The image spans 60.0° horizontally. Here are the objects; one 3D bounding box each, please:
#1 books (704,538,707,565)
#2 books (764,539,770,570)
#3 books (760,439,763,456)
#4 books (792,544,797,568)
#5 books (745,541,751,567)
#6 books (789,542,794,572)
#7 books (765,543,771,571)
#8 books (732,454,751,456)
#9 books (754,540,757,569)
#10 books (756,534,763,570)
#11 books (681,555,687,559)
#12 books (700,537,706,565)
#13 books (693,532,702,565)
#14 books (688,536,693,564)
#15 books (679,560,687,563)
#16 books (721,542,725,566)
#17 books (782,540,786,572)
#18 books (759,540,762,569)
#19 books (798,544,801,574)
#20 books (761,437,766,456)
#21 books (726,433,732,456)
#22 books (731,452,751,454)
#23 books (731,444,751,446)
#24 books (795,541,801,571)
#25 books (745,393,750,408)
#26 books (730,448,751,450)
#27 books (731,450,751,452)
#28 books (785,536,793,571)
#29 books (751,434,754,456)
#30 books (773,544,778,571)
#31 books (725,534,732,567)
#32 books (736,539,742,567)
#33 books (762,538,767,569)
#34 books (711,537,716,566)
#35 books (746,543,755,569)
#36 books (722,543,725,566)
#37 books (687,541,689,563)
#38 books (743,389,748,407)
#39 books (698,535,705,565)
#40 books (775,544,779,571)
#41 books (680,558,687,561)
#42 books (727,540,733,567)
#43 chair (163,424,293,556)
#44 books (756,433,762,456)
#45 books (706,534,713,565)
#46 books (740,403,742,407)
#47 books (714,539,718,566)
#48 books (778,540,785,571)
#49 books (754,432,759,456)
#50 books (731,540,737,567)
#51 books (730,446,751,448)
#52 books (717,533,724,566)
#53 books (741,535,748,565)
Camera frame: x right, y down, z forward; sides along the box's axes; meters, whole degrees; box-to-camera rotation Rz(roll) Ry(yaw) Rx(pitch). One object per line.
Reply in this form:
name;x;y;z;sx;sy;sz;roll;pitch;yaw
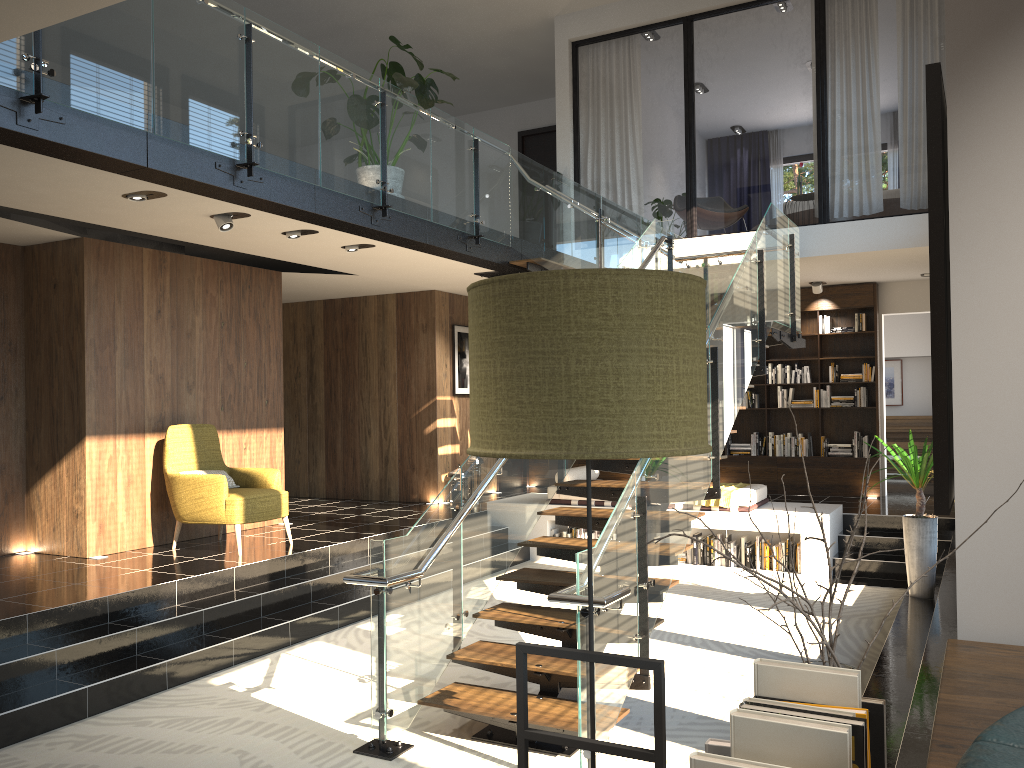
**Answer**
books;2.051;1.758;9.330;0.029;0.268;0.146;-1;-1;28
books;2.597;1.734;9.031;0.025;0.285;0.164;-1;-1;28
books;3.334;0.849;11.844;0.023;0.212;0.123;-1;-1;28
books;2.845;1.743;8.906;0.019;0.255;0.180;-1;-1;28
books;2.436;1.754;9.139;0.030;0.256;0.160;-1;-1;28
books;2.817;1.734;8.907;0.030;0.273;0.185;-1;-1;28
books;2.608;1.751;8.999;0.025;0.249;0.208;-1;-1;28
books;3.106;0.949;11.964;0.247;0.026;0.148;-2;-1;27
books;2.522;1.737;9.097;0.026;0.284;0.177;-1;-1;28
books;2.530;1.711;9.056;0.028;0.334;0.205;-1;-1;28
books;1.754;1.841;9.512;0.274;0.025;0.156;-1;-1;25
books;2.022;1.759;9.336;0.029;0.268;0.173;-1;-1;28
books;1.959;1.737;9.361;0.043;0.316;0.209;-1;-1;28
books;1.910;1.760;9.402;0.030;0.273;0.168;-1;-1;28
books;1.753;1.890;9.507;0.257;0.024;0.167;-2;-1;28
books;2.213;1.776;9.270;0.026;0.226;0.132;-1;-1;28
books;2.752;1.730;8.938;0.028;0.285;0.210;-1;-1;28
books;2.557;1.736;9.051;0.023;0.283;0.175;-1;-1;28
books;2.893;1.736;8.844;0.037;0.264;0.272;-1;-1;28
books;3.369;0.826;11.807;0.075;0.254;0.181;-1;-1;28
books;2.937;0.795;12.002;0.028;0.340;0.203;-1;-1;28
books;3.098;0.924;11.950;0.258;0.024;0.167;-2;-1;29
books;3.097;0.819;11.953;0.257;0.024;0.167;-2;-1;28
books;2.875;1.726;8.896;0.043;0.287;0.147;-1;-1;28
books;3.170;0.225;11.904;0.030;0.205;0.170;-1;-1;28
books;3.096;0.871;11.949;0.287;0.030;0.176;-2;-1;26
books;3.103;0.899;11.961;0.271;0.025;0.156;-2;-1;29
books;2.790;1.707;8.934;0.042;0.328;0.205;-1;-1;28
books;3.234;0.815;11.858;0.030;0.284;0.177;-1;-1;28
books;2.671;1.751;8.966;0.024;0.246;0.212;-1;-1;28
books;2.252;1.728;9.224;0.033;0.318;0.152;-1;-1;28
books;2.370;1.737;9.176;0.066;0.293;0.142;-1;-1;28
books;2.578;1.726;9.044;0.021;0.302;0.167;-1;-1;28
books;2.117;1.746;9.266;0.026;0.287;0.204;-1;-1;28
books;2.449;1.766;9.097;0.032;0.229;0.228;-1;-1;28
books;2.228;1.772;9.241;0.028;0.231;0.158;-1;-1;28
books;1.898;1.766;9.439;0.026;0.263;0.156;-1;-1;28
books;3.133;0.200;11.896;0.029;0.256;0.167;-1;-1;28
books;2.008;1.752;9.373;0.030;0.284;0.176;-1;-1;28
books;2.693;1.750;8.960;0.021;0.248;0.197;-1;-1;28
books;1.752;1.866;9.507;0.261;0.024;0.167;-1;-1;25
books;2.275;1.759;9.193;0.036;0.253;0.178;-1;-1;28
chair;-2.560;0.906;7.938;1.031;1.097;0.807;-1;-1;27
books;3.297;0.805;11.840;0.036;0.302;0.186;-1;-1;28
books;2.081;1.739;9.318;0.035;0.305;0.151;-1;-1;28
books;3.088;0.219;11.931;0.030;0.221;0.190;-1;-1;28
books;2.150;1.754;9.272;0.027;0.270;0.188;-1;-1;28
books;2.732;1.731;8.970;0.039;0.284;0.199;-1;-1;28
books;3.269;0.802;11.860;0.031;0.310;0.169;-1;-1;28
books;2.299;1.757;9.180;0.019;0.256;0.186;-1;-1;28
books;3.102;0.844;11.962;0.271;0.025;0.156;-2;-1;29
books;2.184;1.726;9.276;0.029;0.326;0.153;-1;-1;28
books;2.404;1.726;9.141;0.027;0.312;0.189;-1;-1;28
